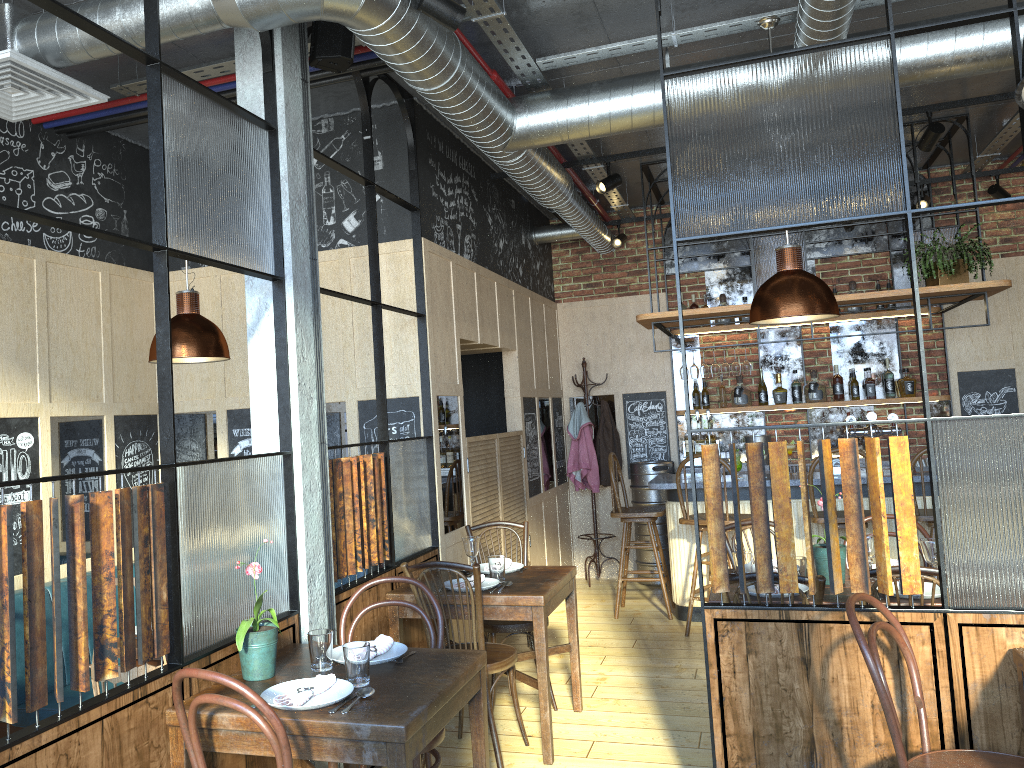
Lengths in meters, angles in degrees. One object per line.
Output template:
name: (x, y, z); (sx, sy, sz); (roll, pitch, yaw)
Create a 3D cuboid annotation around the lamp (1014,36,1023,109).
lamp: (0.802, -1.028, 0.968); (0.552, 1.329, 0.505); (-6, -4, 35)

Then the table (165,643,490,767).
table: (-0.522, 1.283, 2.743); (0.772, 0.728, 0.728); (-4, -3, 17)

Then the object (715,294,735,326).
object: (1.831, -0.643, 7.625); (0.175, 0.284, 0.117); (-6, -4, 31)

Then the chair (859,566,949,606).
chair: (1.471, 1.083, 3.223); (0.419, 0.917, 0.503); (-5, -4, 22)

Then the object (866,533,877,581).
object: (1.519, 0.737, 3.746); (0.095, 0.192, 0.101); (-2, -4, -25)

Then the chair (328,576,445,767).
chair: (-0.445, 1.193, 3.114); (0.445, 0.922, 0.539); (-4, -3, 9)

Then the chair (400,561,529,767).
chair: (-0.197, 1.207, 3.921); (0.419, 0.917, 0.503); (-5, -4, 22)

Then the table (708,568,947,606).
table: (1.403, 1.201, 3.677); (1.060, 0.729, 0.706); (-4, -3, 18)

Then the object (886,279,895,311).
object: (3.082, -0.722, 7.192); (0.066, 0.264, 0.065); (-4, -4, 4)

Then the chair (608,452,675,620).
chair: (0.952, 1.097, 6.543); (0.423, 1.198, 0.422); (-5, -4, 16)

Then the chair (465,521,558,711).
chair: (-0.013, 1.225, 4.743); (0.401, 0.917, 0.526); (-3, -3, -9)

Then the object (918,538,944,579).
object: (1.687, 0.719, 3.524); (0.103, 0.192, 0.094); (-6, -4, 38)

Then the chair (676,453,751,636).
chair: (1.379, 1.047, 5.856); (0.454, 1.198, 0.393); (-6, -4, 36)

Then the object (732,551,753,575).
object: (1.028, 0.807, 3.912); (0.083, 0.120, 0.085); (-3, -3, -7)

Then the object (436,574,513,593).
object: (-0.175, 0.919, 4.078); (0.335, 0.051, 0.260); (-4, -2, 21)

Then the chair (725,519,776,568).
chair: (1.276, 1.128, 4.164); (0.401, 0.917, 0.526); (-3, -3, -9)

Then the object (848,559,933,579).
object: (1.636, 0.803, 3.834); (0.335, 0.051, 0.260); (-4, -2, 21)

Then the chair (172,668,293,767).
chair: (-0.629, 1.179, 2.411); (0.457, 0.922, 0.525); (-6, -4, 34)

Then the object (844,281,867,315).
object: (2.822, -0.714, 7.275); (0.175, 0.284, 0.117); (-6, -4, 31)

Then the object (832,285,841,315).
object: (2.691, -0.694, 7.331); (0.068, 0.264, 0.064); (-5, -4, 17)

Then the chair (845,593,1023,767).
chair: (1.264, 1.067, 2.428); (0.574, 0.922, 0.417); (-6, -4, 39)

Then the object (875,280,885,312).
object: (3.008, -0.717, 7.219); (0.067, 0.264, 0.064); (-4, -4, 11)

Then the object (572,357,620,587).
object: (0.682, 0.756, 7.801); (0.362, 1.993, 0.343); (-7, -5, 40)

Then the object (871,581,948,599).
object: (1.581, 0.792, 3.425); (0.335, 0.051, 0.260); (-4, -2, 21)

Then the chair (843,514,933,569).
chair: (1.746, 1.097, 4.079); (0.457, 0.922, 0.525); (-6, -4, 34)

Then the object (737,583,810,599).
object: (1.082, 0.828, 3.589); (0.335, 0.051, 0.260); (-4, -2, 21)

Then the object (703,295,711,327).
object: (1.690, -0.635, 7.677); (0.053, 0.289, 0.058); (-1, -5, -34)

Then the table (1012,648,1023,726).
table: (1.797, 1.124, 2.157); (0.772, 0.728, 0.728); (-4, -3, 17)

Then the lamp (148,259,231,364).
lamp: (-1.528, -0.773, 4.112); (0.363, 1.337, 0.373); (-3, -4, -10)

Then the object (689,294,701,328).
object: (1.600, -0.635, 7.729); (0.089, 0.303, 0.082); (-6, -4, 28)

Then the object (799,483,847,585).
object: (1.349, 0.630, 3.759); (0.192, 0.427, 0.153); (-1, -5, -39)

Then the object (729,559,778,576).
object: (1.154, 0.838, 4.009); (0.335, 0.051, 0.260); (-4, -2, 21)

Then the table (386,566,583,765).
table: (-0.105, 1.312, 4.272); (0.772, 0.728, 0.728); (-4, -3, 17)

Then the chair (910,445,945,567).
chair: (2.700, 0.953, 5.421); (0.449, 1.198, 0.398); (-5, -4, 22)

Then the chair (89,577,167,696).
chair: (-1.390, 1.224, 3.448); (0.545, 1.008, 0.442); (-4, -4, 9)

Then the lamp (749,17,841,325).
lamp: (1.180, -0.942, 3.864); (0.363, 1.337, 0.373); (-3, -4, -10)

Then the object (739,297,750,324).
object: (2.004, -0.631, 7.559); (0.148, 0.235, 0.086); (-5, -4, 23)

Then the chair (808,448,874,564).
chair: (2.127, 0.995, 5.624); (0.444, 1.198, 0.403); (-4, -4, 12)

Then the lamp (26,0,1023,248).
lamp: (1.666, -1.482, 4.434); (7.433, 0.274, 6.079); (-4, -2, 18)

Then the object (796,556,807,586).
object: (1.195, 0.789, 3.696); (0.082, 0.120, 0.087); (-2, -3, -21)

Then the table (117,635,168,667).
table: (-1.377, 1.444, 4.100); (0.765, 0.604, 0.722); (-4, -3, 17)

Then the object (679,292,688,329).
object: (1.499, -0.642, 7.748); (0.079, 0.330, 0.072); (-7, -5, 41)

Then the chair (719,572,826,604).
chair: (1.000, 1.112, 3.257); (0.419, 0.917, 0.503); (-5, -4, 22)

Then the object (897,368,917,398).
object: (3.174, -0.009, 7.082); (0.145, 0.235, 0.088); (-4, -4, 4)
